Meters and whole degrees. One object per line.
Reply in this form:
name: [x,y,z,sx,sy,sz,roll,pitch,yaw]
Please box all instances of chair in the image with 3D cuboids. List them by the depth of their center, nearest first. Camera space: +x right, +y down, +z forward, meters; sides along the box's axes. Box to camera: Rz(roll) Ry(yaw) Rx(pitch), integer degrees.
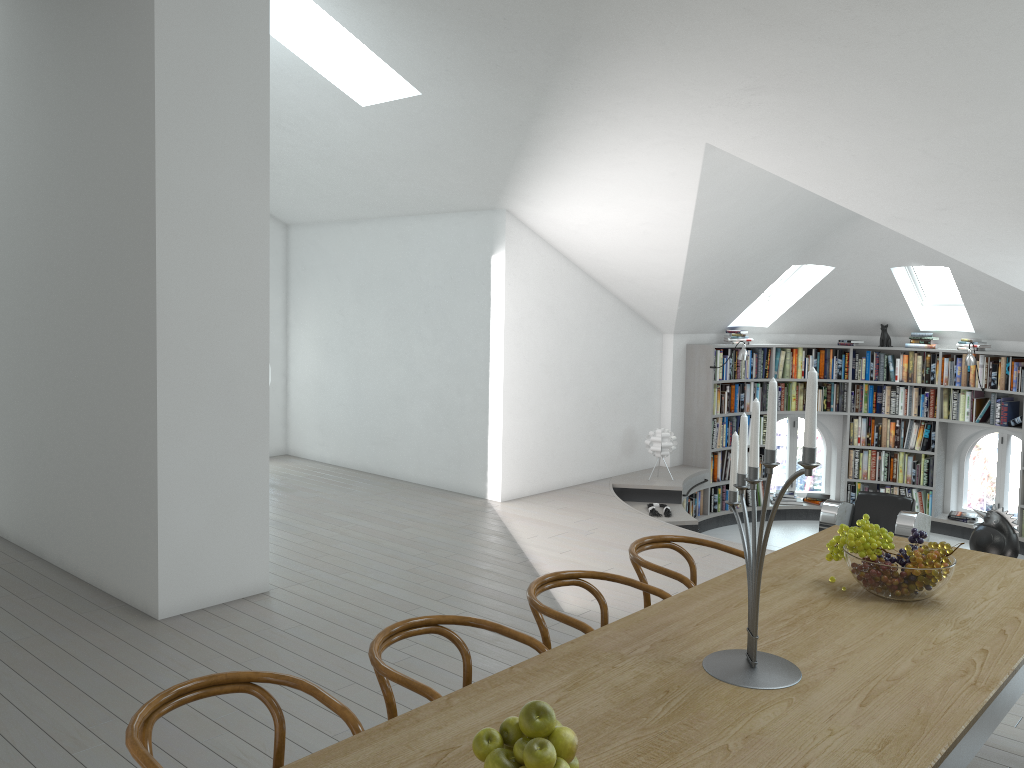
chair: [-0.686,1.211,2.287,0.622,0.733,0.528,5,6,45]
chair: [-0.151,1.175,2.778,0.622,0.733,0.528,4,5,37]
chair: [0.348,1.135,3.307,0.622,0.733,0.528,5,6,42]
chair: [0.804,1.091,3.874,0.528,0.733,0.622,-3,6,-45]
chair: [3.429,1.430,8.376,0.824,0.718,0.742,4,6,37]

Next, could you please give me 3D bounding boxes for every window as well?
window: [4.277,-1.171,9.210,4.060,0.712,1.934,6,7,42]
window: [4.425,0.928,10.322,3.233,1.149,0.618,4,5,28]

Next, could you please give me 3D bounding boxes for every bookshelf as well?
bookshelf: [4.244,0.594,9.319,4.338,1.877,2.110,6,6,42]

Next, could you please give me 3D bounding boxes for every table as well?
table: [0.737,1.179,2.531,1.020,0.797,3.352,5,7,42]

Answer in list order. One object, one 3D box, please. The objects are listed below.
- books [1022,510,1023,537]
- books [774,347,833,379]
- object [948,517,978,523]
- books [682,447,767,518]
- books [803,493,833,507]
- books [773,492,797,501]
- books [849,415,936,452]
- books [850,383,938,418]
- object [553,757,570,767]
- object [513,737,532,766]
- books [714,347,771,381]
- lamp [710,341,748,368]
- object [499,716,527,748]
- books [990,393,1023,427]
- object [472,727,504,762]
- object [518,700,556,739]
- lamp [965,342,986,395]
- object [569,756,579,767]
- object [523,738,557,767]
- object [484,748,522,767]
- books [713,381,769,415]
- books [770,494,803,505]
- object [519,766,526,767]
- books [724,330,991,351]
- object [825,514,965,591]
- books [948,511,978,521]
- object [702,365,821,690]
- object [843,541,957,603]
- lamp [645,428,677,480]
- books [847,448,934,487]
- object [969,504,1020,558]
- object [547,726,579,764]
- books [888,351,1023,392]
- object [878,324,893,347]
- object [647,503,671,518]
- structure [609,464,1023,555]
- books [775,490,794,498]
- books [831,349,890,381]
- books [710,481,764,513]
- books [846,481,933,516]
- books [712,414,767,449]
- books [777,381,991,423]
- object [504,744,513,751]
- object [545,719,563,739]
books: [5.382,1.486,8.451,0.359,0.310,1.500,1,5,4]
books: [3.365,-0.251,10.404,0.792,0.372,0.269,1,4,-5]
object: [4.998,1.489,9.824,0.213,0.036,0.227,-2,6,-31]
books: [2.285,1.090,10.015,1.641,0.694,0.391,-3,6,-38]
books: [3.627,1.369,10.504,0.318,0.099,0.292,6,7,43]
books: [3.262,1.346,10.599,0.269,0.031,0.286,3,6,18]
books: [4.398,0.557,10.210,0.998,0.351,0.298,3,5,25]
books: [4.425,0.176,10.223,1.029,0.358,0.301,4,5,28]
object: [0.082,0.743,1.683,0.062,0.059,0.062,-3,6,-44]
object: [0.028,0.711,1.711,0.053,0.050,0.053,2,5,13]
books: [2.518,-0.236,10.110,1.033,0.360,0.301,-2,5,-32]
lamp: [2.369,-0.318,9.631,0.414,0.311,0.117,5,5,39]
object: [0.004,0.696,1.774,0.053,0.057,0.058,-2,5,-33]
books: [5.265,0.279,9.293,0.224,0.340,0.400,-1,5,-28]
object: [-0.047,0.714,1.752,0.063,0.063,0.062,1,4,4]
object: [0.049,0.660,1.742,0.072,0.074,0.072,5,6,42]
lamp: [4.905,-0.163,9.383,0.358,0.565,0.113,-3,5,-41]
object: [0.104,0.761,1.765,0.060,0.056,0.059,4,6,36]
object: [0.052,0.699,1.664,0.062,0.059,0.062,5,6,42]
object: [-0.017,0.741,1.705,0.076,0.076,0.077,2,4,9]
books: [2.519,0.149,10.154,1.088,0.347,0.303,-2,5,-32]
books: [3.261,1.380,10.601,0.365,0.042,0.389,2,5,8]
object: [0.025,0.747,1.669,0.051,0.053,0.053,4,5,33]
books: [3.856,-0.515,10.117,2.814,0.173,0.749,2,5,12]
object: [1.322,0.598,3.084,0.394,0.284,0.293,2,4,6]
books: [4.999,1.459,9.822,0.269,0.029,0.253,4,6,32]
object: [0.648,0.358,2.347,0.266,0.873,0.776,2,4,16]
object: [1.331,0.663,3.061,0.360,0.159,0.360,3,5,22]
lamp: [1.532,0.721,9.136,0.306,0.524,0.306,3,5,30]
books: [4.404,0.943,10.229,1.032,0.357,0.293,4,5,27]
object: [3.523,1.158,6.476,0.320,0.561,0.321,2,4,15]
object: [0.097,0.709,1.738,0.066,0.071,0.073,2,5,11]
books: [4.921,-0.160,9.729,0.394,0.366,1.568,-3,7,-42]
object: [4.305,-0.557,10.191,0.147,0.264,0.202,4,5,38]
object: [1.402,1.202,8.445,0.218,0.082,0.474,1,5,5]
structure: [3.307,1.436,8.344,4.709,0.692,4.720,1,5,-3]
books: [3.263,1.314,10.597,0.213,0.036,0.227,3,6,18]
books: [4.045,-0.222,10.349,0.682,0.345,0.265,3,5,19]
books: [2.533,1.266,10.236,0.918,0.319,0.283,-2,5,-30]
books: [4.380,1.304,10.255,1.019,0.306,0.288,4,5,27]
books: [2.513,0.529,10.128,1.020,0.358,0.261,-2,5,-31]
books: [4.160,0.184,10.148,2.530,0.370,0.592,3,5,23]
object: [0.011,0.738,1.809,0.071,0.072,0.071,2,4,6]
object: [0.073,0.719,1.808,0.071,0.064,0.072,4,6,35]
